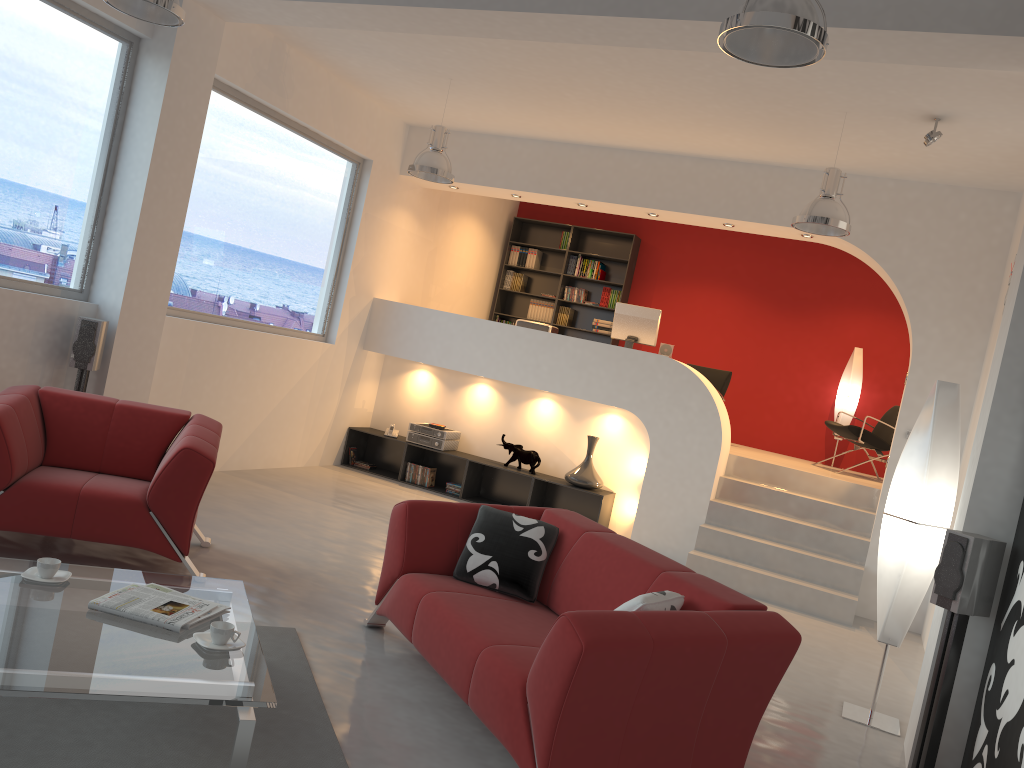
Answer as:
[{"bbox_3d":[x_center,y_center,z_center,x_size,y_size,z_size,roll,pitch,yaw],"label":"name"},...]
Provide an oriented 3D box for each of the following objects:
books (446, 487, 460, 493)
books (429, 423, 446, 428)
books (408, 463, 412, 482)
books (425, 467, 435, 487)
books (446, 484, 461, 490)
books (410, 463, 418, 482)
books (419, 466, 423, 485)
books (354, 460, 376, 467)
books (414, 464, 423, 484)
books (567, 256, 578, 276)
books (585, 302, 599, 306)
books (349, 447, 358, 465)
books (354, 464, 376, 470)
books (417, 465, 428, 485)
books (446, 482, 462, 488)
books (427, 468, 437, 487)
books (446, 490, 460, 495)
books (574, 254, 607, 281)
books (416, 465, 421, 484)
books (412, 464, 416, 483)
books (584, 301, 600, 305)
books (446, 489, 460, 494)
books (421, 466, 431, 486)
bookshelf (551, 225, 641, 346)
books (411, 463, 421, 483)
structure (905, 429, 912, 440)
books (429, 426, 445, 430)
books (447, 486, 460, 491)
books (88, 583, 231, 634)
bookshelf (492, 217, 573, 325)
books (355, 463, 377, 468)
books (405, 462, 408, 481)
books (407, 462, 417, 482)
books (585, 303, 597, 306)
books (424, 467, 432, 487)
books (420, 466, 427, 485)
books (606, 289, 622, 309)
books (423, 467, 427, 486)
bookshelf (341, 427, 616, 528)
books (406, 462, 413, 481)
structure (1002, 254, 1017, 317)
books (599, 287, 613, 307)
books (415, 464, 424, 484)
[{"bbox_3d":[-0.539,1.043,8.735,0.190,0.015,0.135,13,2,28],"label":"books"},{"bbox_3d":[-0.745,0.417,8.862,0.135,0.015,0.190,12,2,8],"label":"books"},{"bbox_3d":[-0.986,0.884,8.874,0.031,0.190,0.135,13,2,23],"label":"books"},{"bbox_3d":[-0.810,0.924,8.799,0.031,0.190,0.135,13,2,23],"label":"books"},{"bbox_3d":[-0.533,1.014,8.727,0.190,0.015,0.135,13,2,23],"label":"books"},{"bbox_3d":[-0.972,0.887,8.868,0.031,0.190,0.135,13,2,23],"label":"books"},{"bbox_3d":[-0.878,0.909,8.828,0.031,0.190,0.135,13,2,23],"label":"books"},{"bbox_3d":[-1.519,0.820,9.152,0.190,0.015,0.135,13,2,23],"label":"books"},{"bbox_3d":[-0.932,0.896,8.851,0.031,0.190,0.135,13,2,23],"label":"books"},{"bbox_3d":[0.786,-1.480,11.233,0.090,0.256,0.181,13,2,23],"label":"books"},{"bbox_3d":[1.022,-0.994,11.115,0.190,0.015,0.135,13,2,23],"label":"books"},{"bbox_3d":[-1.637,0.742,9.150,0.063,0.187,0.135,13,2,23],"label":"books"},{"bbox_3d":[-1.516,0.852,9.148,0.190,0.015,0.135,13,2,23],"label":"books"},{"bbox_3d":[-0.891,0.906,8.834,0.031,0.190,0.135,13,2,23],"label":"books"},{"bbox_3d":[-0.536,0.998,8.737,0.190,0.015,0.135,13,2,18],"label":"books"},{"bbox_3d":[-0.797,0.927,8.794,0.031,0.190,0.135,13,2,23],"label":"books"},{"bbox_3d":[-0.541,1.074,8.734,0.190,0.015,0.135,13,2,18],"label":"books"},{"bbox_3d":[0.993,-1.447,11.121,0.341,0.286,0.231,13,2,23],"label":"books"},{"bbox_3d":[-0.905,0.903,8.840,0.031,0.190,0.135,13,2,23],"label":"books"},{"bbox_3d":[-0.945,0.893,8.857,0.031,0.190,0.135,13,2,23],"label":"books"},{"bbox_3d":[1.016,-1.010,11.119,0.190,0.015,0.135,13,2,28],"label":"books"},{"bbox_3d":[-0.533,1.060,8.732,0.190,0.015,0.135,13,2,23],"label":"books"},{"bbox_3d":[-0.851,0.915,8.817,0.031,0.190,0.135,13,2,23],"label":"books"},{"bbox_3d":[0.952,-0.807,11.077,0.816,2.213,0.305,13,2,23],"label":"bookshelf"},{"bbox_3d":[-0.959,0.890,8.863,0.031,0.190,0.135,13,2,23],"label":"books"},{"bbox_3d":[3.158,0.407,7.010,0.080,0.080,0.016,13,2,23],"label":"structure"},{"bbox_3d":[-0.748,0.432,8.852,0.135,0.015,0.190,12,2,3],"label":"books"},{"bbox_3d":[-0.530,1.030,8.732,0.190,0.015,0.135,13,2,23],"label":"books"},{"bbox_3d":[-1.249,0.788,3.142,0.367,0.035,0.345,13,2,13],"label":"books"},{"bbox_3d":[0.217,-0.975,11.389,0.816,2.213,0.305,13,2,23],"label":"bookshelf"},{"bbox_3d":[-1.508,0.838,9.146,0.190,0.015,0.135,13,2,23],"label":"books"},{"bbox_3d":[-1.026,0.875,8.891,0.031,0.190,0.135,13,2,23],"label":"books"},{"bbox_3d":[-0.999,0.881,8.880,0.031,0.190,0.135,13,2,23],"label":"books"},{"bbox_3d":[1.014,-0.980,11.118,0.190,0.015,0.135,13,2,18],"label":"books"},{"bbox_3d":[-0.824,0.921,8.805,0.031,0.190,0.135,13,2,23],"label":"books"},{"bbox_3d":[-0.864,0.912,8.822,0.031,0.190,0.135,13,2,23],"label":"books"},{"bbox_3d":[1.288,-1.033,10.999,0.146,0.240,0.170,13,2,23],"label":"books"},{"bbox_3d":[-0.837,0.918,8.811,0.031,0.190,0.135,13,2,23],"label":"books"},{"bbox_3d":[-0.384,0.927,8.702,2.764,0.397,0.405,13,2,23],"label":"bookshelf"},{"bbox_3d":[-1.013,0.878,8.886,0.031,0.190,0.135,13,2,23],"label":"books"},{"bbox_3d":[3.117,-0.679,5.458,0.090,0.596,0.596,13,2,23],"label":"structure"},{"bbox_3d":[1.181,-1.065,11.046,0.090,0.256,0.181,13,2,23],"label":"books"},{"bbox_3d":[-0.918,0.900,8.845,0.031,0.190,0.135,13,2,23],"label":"books"}]
